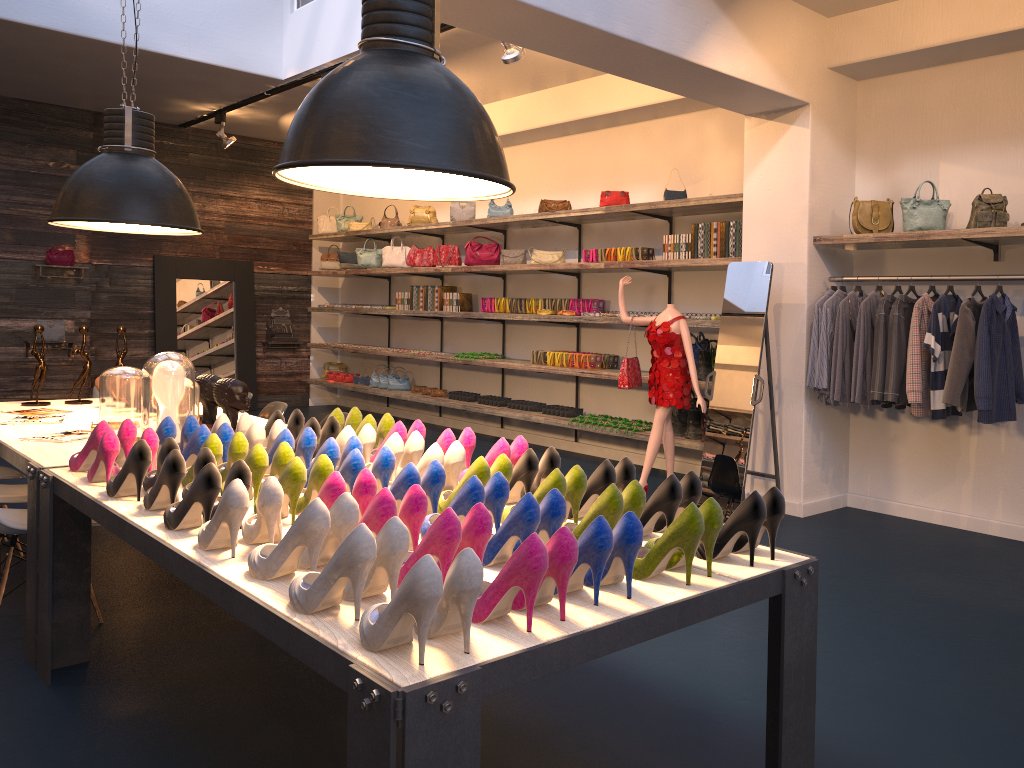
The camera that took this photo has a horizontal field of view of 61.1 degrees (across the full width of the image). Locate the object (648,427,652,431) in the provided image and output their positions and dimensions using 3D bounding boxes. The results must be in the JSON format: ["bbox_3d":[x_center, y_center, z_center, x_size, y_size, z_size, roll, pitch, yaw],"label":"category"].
[{"bbox_3d":[1.206,0.392,7.491,0.077,0.058,0.254,5,5,44],"label":"object"}]

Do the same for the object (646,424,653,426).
[{"bbox_3d":[1.162,0.385,7.564,0.077,0.058,0.254,5,5,44],"label":"object"}]

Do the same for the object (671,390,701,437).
[{"bbox_3d":[1.446,0.238,7.240,0.404,0.390,0.165,0,2,-29],"label":"object"}]

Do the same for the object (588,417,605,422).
[{"bbox_3d":[0.771,0.323,7.820,0.255,0.064,0.078,-1,4,-35],"label":"object"}]

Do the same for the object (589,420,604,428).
[{"bbox_3d":[0.756,0.357,7.749,0.077,0.058,0.254,5,5,44],"label":"object"}]

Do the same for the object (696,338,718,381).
[{"bbox_3d":[1.603,-0.199,7.025,0.406,0.338,0.200,0,3,-35],"label":"object"}]

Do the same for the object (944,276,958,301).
[{"bbox_3d":[2.792,-0.586,5.531,0.468,0.219,0.009,-2,3,-42],"label":"object"}]

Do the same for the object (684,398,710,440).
[{"bbox_3d":[1.539,0.278,7.110,0.406,0.338,0.200,0,3,-35],"label":"object"}]

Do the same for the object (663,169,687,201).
[{"bbox_3d":[1.353,-1.639,7.178,0.208,0.279,0.057,1,1,-13],"label":"object"}]

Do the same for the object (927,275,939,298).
[{"bbox_3d":[2.717,-0.595,5.615,0.468,0.219,0.009,-2,3,-42],"label":"object"}]

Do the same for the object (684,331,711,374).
[{"bbox_3d":[1.510,-0.239,7.155,0.404,0.390,0.166,0,2,-29],"label":"object"}]

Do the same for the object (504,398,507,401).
[{"bbox_3d":[-0.074,0.161,8.982,0.051,0.022,0.010,-2,3,-42],"label":"object"}]

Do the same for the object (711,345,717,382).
[{"bbox_3d":[1.695,-0.192,6.867,0.372,0.355,0.149,-1,3,-41],"label":"object"}]

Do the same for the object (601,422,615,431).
[{"bbox_3d":[0.852,0.370,7.628,0.077,0.058,0.254,5,5,44],"label":"object"}]

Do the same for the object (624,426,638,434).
[{"bbox_3d":[1.025,0.390,7.442,0.077,0.058,0.254,5,5,44],"label":"object"}]

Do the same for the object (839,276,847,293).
[{"bbox_3d":[2.306,-0.643,6.060,0.468,0.219,0.009,-2,3,-42],"label":"object"}]

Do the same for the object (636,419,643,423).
[{"bbox_3d":[1.147,0.346,7.713,0.077,0.075,0.254,4,5,36],"label":"object"}]

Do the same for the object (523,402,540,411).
[{"bbox_3d":[0.207,0.225,8.660,0.190,0.087,0.064,1,2,-8],"label":"object"}]

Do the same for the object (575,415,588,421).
[{"bbox_3d":[0.661,0.310,7.945,0.256,0.063,0.077,-2,4,-37],"label":"object"}]

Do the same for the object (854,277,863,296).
[{"bbox_3d":[2.382,-0.635,5.978,0.468,0.219,0.009,-2,3,-42],"label":"object"}]

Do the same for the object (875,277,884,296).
[{"bbox_3d":[2.480,-0.623,5.867,0.468,0.219,0.009,-2,3,-42],"label":"object"}]

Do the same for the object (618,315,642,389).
[{"bbox_3d":[0.901,-0.245,6.549,0.085,0.552,0.339,2,2,27],"label":"object"}]

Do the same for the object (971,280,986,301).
[{"bbox_3d":[2.896,-0.570,5.397,0.468,0.219,0.009,-2,3,-42],"label":"object"}]

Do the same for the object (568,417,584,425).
[{"bbox_3d":[0.584,0.336,7.935,0.077,0.058,0.254,5,5,44],"label":"object"}]

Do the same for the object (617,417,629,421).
[{"bbox_3d":[0.989,0.324,7.894,0.079,0.067,0.252,3,5,29],"label":"object"}]

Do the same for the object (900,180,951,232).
[{"bbox_3d":[2.765,-1.178,5.807,0.376,0.366,0.172,1,1,-7],"label":"object"}]

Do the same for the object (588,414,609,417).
[{"bbox_3d":[0.784,0.302,8.085,0.243,0.053,0.082,1,4,-12],"label":"object"}]

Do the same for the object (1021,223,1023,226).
[{"bbox_3d":[3.174,-0.995,5.220,0.244,0.125,0.181,1,3,-6],"label":"object"}]

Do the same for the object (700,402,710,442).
[{"bbox_3d":[1.631,0.285,6.952,0.372,0.355,0.149,-1,3,-41],"label":"object"}]

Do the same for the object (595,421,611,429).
[{"bbox_3d":[0.801,0.364,7.677,0.077,0.058,0.254,5,5,44],"label":"object"}]

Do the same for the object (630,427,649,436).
[{"bbox_3d":[1.069,0.398,7.369,0.077,0.058,0.254,5,5,44],"label":"object"}]

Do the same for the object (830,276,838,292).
[{"bbox_3d":[2.265,-0.648,6.106,0.468,0.219,0.009,-2,3,-42],"label":"object"}]

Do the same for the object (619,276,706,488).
[{"bbox_3d":[1.138,0.029,6.450,0.702,1.663,0.366,2,1,25],"label":"object"}]

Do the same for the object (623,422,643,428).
[{"bbox_3d":[1.039,0.356,7.512,0.255,0.064,0.078,-1,4,-35],"label":"object"}]

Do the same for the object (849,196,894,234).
[{"bbox_3d":[2.510,-1.154,6.014,0.333,0.283,0.195,1,2,-14],"label":"object"}]

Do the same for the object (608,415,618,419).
[{"bbox_3d":[0.909,0.318,7.941,0.080,0.073,0.251,3,5,28],"label":"object"}]

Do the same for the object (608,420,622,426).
[{"bbox_3d":[0.928,0.343,7.639,0.256,0.063,0.077,-2,4,-37],"label":"object"}]

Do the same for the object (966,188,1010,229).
[{"bbox_3d":[2.981,-1.103,5.521,0.261,0.283,0.348,1,3,-23],"label":"object"}]

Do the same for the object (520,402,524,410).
[{"bbox_3d":[0.166,0.220,8.707,0.193,0.087,0.063,1,2,-12],"label":"object"}]

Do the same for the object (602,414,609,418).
[{"bbox_3d":[0.878,0.312,8.020,0.077,0.075,0.254,4,5,36],"label":"object"}]

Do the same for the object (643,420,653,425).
[{"bbox_3d":[1.177,0.350,7.634,0.080,0.073,0.251,3,5,28],"label":"object"}]

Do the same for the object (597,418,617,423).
[{"bbox_3d":[0.851,0.330,7.772,0.256,0.067,0.078,-1,4,-35],"label":"object"}]

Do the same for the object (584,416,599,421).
[{"bbox_3d":[0.741,0.317,7.898,0.256,0.068,0.077,-1,4,-35],"label":"object"}]

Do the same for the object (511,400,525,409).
[{"bbox_3d":[0.081,0.209,8.805,0.194,0.087,0.063,1,2,-14],"label":"object"}]

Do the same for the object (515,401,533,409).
[{"bbox_3d":[0.124,0.214,8.757,0.193,0.087,0.063,1,2,-12],"label":"object"}]

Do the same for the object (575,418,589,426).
[{"bbox_3d":[0.647,0.343,7.875,0.077,0.058,0.254,5,5,44],"label":"object"}]

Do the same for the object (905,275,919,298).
[{"bbox_3d":[2.623,-0.604,5.700,0.468,0.219,0.009,-2,3,-42],"label":"object"}]

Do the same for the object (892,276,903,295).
[{"bbox_3d":[2.564,-0.611,5.768,0.468,0.219,0.009,-2,3,-42],"label":"object"}]

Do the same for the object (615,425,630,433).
[{"bbox_3d":[0.959,0.384,7.495,0.077,0.058,0.254,5,5,44],"label":"object"}]

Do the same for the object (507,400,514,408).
[{"bbox_3d":[0.041,0.204,8.852,0.196,0.087,0.062,0,2,-18],"label":"object"}]

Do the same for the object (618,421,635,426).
[{"bbox_3d":[1.009,0.350,7.591,0.256,0.068,0.077,-1,4,-35],"label":"object"}]

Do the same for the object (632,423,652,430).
[{"bbox_3d":[1.119,0.364,7.465,0.256,0.067,0.078,-1,4,-35],"label":"object"}]

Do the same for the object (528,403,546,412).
[{"bbox_3d":[0.248,0.230,8.614,0.188,0.087,0.065,2,2,-3],"label":"object"}]

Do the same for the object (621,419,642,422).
[{"bbox_3d":[1.052,0.336,7.778,0.243,0.053,0.082,1,4,-12],"label":"object"}]

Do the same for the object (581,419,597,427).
[{"bbox_3d":[0.691,0.350,7.802,0.077,0.058,0.254,5,5,44],"label":"object"}]

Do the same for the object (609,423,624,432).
[{"bbox_3d":[0.915,0.377,7.568,0.077,0.058,0.254,5,5,44],"label":"object"}]
